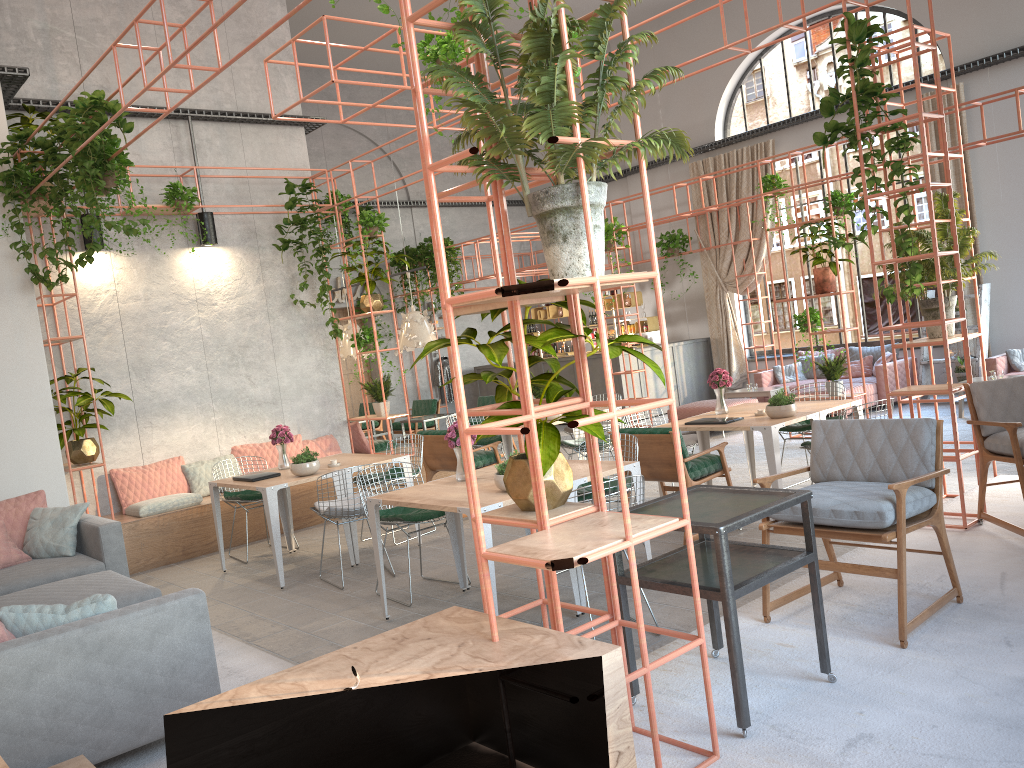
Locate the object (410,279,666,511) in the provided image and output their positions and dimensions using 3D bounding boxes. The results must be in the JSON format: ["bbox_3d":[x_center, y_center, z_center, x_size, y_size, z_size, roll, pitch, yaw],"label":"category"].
[{"bbox_3d":[0.134,0.024,3.481,0.934,0.923,0.903,-7,3,16],"label":"object"}]

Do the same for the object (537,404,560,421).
[{"bbox_3d":[0.369,0.262,9.314,0.248,0.247,0.254,-10,4,-40],"label":"object"}]

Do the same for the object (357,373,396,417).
[{"bbox_3d":[-1.598,0.133,10.711,0.438,0.527,0.368,-10,4,-40],"label":"object"}]

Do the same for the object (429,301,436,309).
[{"bbox_3d":[-1.626,-1.617,18.160,0.133,0.145,0.133,-7,3,12],"label":"object"}]

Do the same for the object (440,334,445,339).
[{"bbox_3d":[-1.435,-0.923,18.294,0.081,0.204,0.081,-10,4,-40],"label":"object"}]

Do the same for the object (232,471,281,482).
[{"bbox_3d":[-2.236,0.809,7.757,0.268,0.031,0.427,-10,4,-40],"label":"object"}]

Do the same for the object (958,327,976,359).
[{"bbox_3d":[6.389,-0.576,12.469,0.216,0.430,0.219,-5,4,43],"label":"object"}]

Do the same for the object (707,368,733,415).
[{"bbox_3d":[1.871,0.062,7.939,0.225,0.414,0.213,-5,4,42],"label":"object"}]

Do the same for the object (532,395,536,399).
[{"bbox_3d":[0.221,0.216,10.060,0.241,0.313,0.241,-7,3,5],"label":"object"}]

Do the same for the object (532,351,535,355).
[{"bbox_3d":[0.464,-0.708,19.509,0.070,0.209,0.070,-5,4,40],"label":"object"}]

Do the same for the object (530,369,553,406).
[{"bbox_3d":[0.323,0.101,9.748,0.438,0.527,0.368,-10,4,-40],"label":"object"}]

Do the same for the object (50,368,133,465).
[{"bbox_3d":[-4.151,0.304,8.473,0.934,0.919,0.903,-7,3,21],"label":"object"}]

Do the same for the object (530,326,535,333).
[{"bbox_3d":[0.452,-1.202,19.467,0.115,0.147,0.115,-7,3,5],"label":"object"}]

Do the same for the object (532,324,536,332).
[{"bbox_3d":[0.483,-1.287,19.636,0.066,0.291,0.066,-8,3,0],"label":"object"}]

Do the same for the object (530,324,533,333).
[{"bbox_3d":[0.420,-1.276,19.585,0.066,0.291,0.066,-10,4,-34],"label":"object"}]

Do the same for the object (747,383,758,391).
[{"bbox_3d":[3.667,0.077,13.628,0.199,0.145,0.156,-9,3,-25],"label":"object"}]

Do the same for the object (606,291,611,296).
[{"bbox_3d":[1.907,-1.812,17.603,0.088,0.123,0.088,-7,3,16],"label":"object"}]

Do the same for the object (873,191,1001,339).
[{"bbox_3d":[3.251,-0.906,6.828,0.894,1.100,0.900,-8,3,-11],"label":"object"}]

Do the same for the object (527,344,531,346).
[{"bbox_3d":[0.387,-0.945,19.593,0.131,0.207,0.131,-7,3,5],"label":"object"}]

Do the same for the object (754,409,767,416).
[{"bbox_3d":[2.105,0.237,7.489,0.115,0.073,0.115,-5,4,44],"label":"object"}]

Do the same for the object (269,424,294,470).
[{"bbox_3d":[-2.104,0.577,8.143,0.225,0.414,0.213,-5,4,42],"label":"object"}]

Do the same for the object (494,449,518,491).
[{"bbox_3d":[0.006,0.526,5.410,0.247,0.247,0.252,-10,4,-40],"label":"object"}]

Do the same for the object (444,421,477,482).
[{"bbox_3d":[-0.338,0.452,6.051,0.225,0.414,0.213,-5,4,42],"label":"object"}]

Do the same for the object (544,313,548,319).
[{"bbox_3d":[0.759,-1.463,19.080,0.123,0.142,0.141,-10,4,-40],"label":"object"}]

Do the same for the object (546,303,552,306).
[{"bbox_3d":[0.779,-1.876,19.130,0.134,0.386,0.134,-8,3,-6],"label":"object"}]

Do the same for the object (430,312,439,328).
[{"bbox_3d":[-1.586,-1.317,18.186,0.136,0.336,0.145,-9,3,-26],"label":"object"}]

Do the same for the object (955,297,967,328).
[{"bbox_3d":[6.364,-1.035,12.640,0.212,0.457,0.217,-9,3,-23],"label":"object"}]

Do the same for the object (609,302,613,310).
[{"bbox_3d":[1.996,-1.550,17.614,0.123,0.142,0.141,-10,4,-40],"label":"object"}]

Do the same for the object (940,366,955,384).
[{"bbox_3d":[6.193,-0.086,12.629,0.208,0.320,0.192,-10,4,-34],"label":"object"}]

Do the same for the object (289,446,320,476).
[{"bbox_3d":[-1.756,0.650,7.497,0.248,0.247,0.254,-10,4,-40],"label":"object"}]

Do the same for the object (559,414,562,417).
[{"bbox_3d":[0.480,0.320,9.609,0.115,0.078,0.115,-10,4,-34],"label":"object"}]

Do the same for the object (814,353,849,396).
[{"bbox_3d":[3.938,-0.117,10.855,0.438,0.527,0.368,-10,4,-40],"label":"object"}]

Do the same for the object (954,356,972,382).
[{"bbox_3d":[6.320,-0.167,12.418,0.236,0.464,0.225,-6,4,28],"label":"object"}]

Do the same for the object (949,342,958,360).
[{"bbox_3d":[6.269,-0.504,12.674,0.223,0.297,0.223,-9,3,-21],"label":"object"}]

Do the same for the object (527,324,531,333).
[{"bbox_3d":[0.362,-1.266,19.535,0.066,0.291,0.066,-7,3,20],"label":"object"}]

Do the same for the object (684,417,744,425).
[{"bbox_3d":[1.700,0.317,7.462,0.268,0.031,0.427,-10,4,-40],"label":"object"}]

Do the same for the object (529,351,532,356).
[{"bbox_3d":[0.422,-0.666,19.584,0.073,0.131,0.073,-9,3,-15],"label":"object"}]

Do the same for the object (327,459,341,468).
[{"bbox_3d":[-1.578,0.695,7.850,0.115,0.078,0.115,-10,4,-34],"label":"object"}]

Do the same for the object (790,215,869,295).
[{"bbox_3d":[3.852,-1.582,10.753,0.923,0.946,0.924,-7,3,16],"label":"object"}]

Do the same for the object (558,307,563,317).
[{"bbox_3d":[1.042,-1.547,18.827,0.137,0.261,0.137,-8,3,-4],"label":"object"}]

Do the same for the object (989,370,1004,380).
[{"bbox_3d":[5.944,-0.084,10.930,0.199,0.145,0.156,-9,3,-25],"label":"object"}]

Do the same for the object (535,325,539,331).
[{"bbox_3d":[0.551,-1.220,19.551,0.115,0.147,0.115,-7,3,5],"label":"object"}]

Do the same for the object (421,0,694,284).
[{"bbox_3d":[0.140,-0.896,3.007,0.894,1.101,0.900,-7,3,14],"label":"object"}]

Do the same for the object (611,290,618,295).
[{"bbox_3d":[2.016,-1.963,17.664,0.134,0.386,0.134,-5,4,39],"label":"object"}]

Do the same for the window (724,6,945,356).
[{"bbox_3d":[5.427,-3.352,14.859,0.089,5.538,4.127,-10,4,-40],"label":"window"}]

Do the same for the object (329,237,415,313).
[{"bbox_3d":[-1.664,-1.337,10.635,0.934,0.947,0.903,-7,3,11],"label":"object"}]

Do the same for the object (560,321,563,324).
[{"bbox_3d":[1.049,-1.250,18.759,0.083,0.159,0.083,-10,4,-31],"label":"object"}]

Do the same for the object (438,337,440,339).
[{"bbox_3d":[-1.491,-0.886,18.234,0.063,0.151,0.063,-5,4,36],"label":"object"}]

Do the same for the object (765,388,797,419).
[{"bbox_3d":[2.179,0.158,7.202,0.247,0.247,0.252,-10,4,-40],"label":"object"}]
